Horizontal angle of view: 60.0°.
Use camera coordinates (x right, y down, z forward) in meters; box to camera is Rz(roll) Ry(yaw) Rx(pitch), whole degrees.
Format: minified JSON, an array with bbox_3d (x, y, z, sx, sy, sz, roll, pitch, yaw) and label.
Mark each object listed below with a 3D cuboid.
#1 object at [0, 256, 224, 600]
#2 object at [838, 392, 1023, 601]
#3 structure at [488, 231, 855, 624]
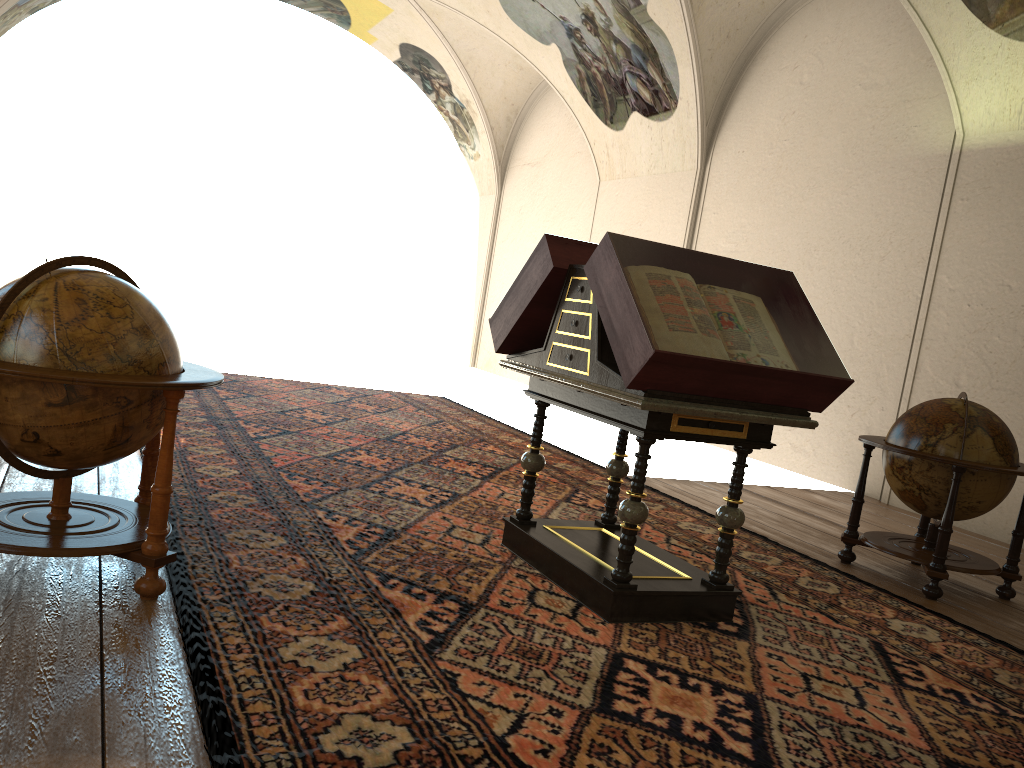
[{"bbox_3d":[-2.011,0.142,4.038,1.278,1.451,1.277,10,5,11],"label":"object"},{"bbox_3d":[3.206,0.769,6.602,1.277,1.451,1.279,12,6,26],"label":"object"},{"bbox_3d":[0.733,0.222,5.157,1.246,1.985,1.886,6,6,-26],"label":"structure"}]
